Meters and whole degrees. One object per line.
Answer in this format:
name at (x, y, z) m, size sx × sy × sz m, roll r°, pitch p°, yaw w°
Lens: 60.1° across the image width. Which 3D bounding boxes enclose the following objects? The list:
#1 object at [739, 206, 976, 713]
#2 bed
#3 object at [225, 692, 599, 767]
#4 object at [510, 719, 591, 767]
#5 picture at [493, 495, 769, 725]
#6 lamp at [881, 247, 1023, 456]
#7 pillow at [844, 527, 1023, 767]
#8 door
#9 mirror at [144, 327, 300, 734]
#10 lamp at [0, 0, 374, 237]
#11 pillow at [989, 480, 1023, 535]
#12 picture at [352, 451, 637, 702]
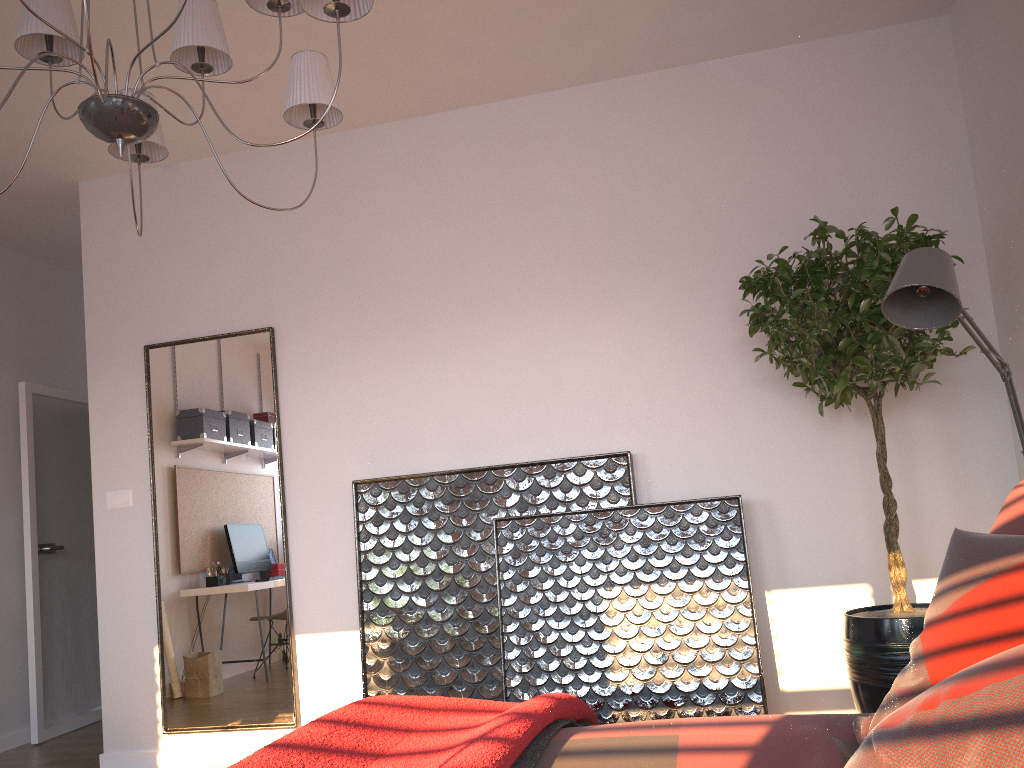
object at (1.334, 0.369, 3.280) m, size 0.802 × 2.007 × 0.816 m, roll -7°, pitch -7°, yaw 15°
bed at (0.320, 0.768, 1.231) m, size 2.316 × 0.765 × 2.048 m, roll -7°, pitch -9°, yaw 11°
object at (-0.313, 0.920, 1.386) m, size 0.684 × 0.655 × 2.659 m, roll -7°, pitch -9°, yaw 12°
object at (-0.457, 0.962, 1.376) m, size 1.123 × 0.564 × 2.520 m, roll -7°, pitch -9°, yaw 12°
picture at (0.458, 1.006, 3.559) m, size 1.026 × 1.021 × 0.211 m, roll -7°, pitch -6°, yaw 12°
lamp at (1.330, 0.208, 2.504) m, size 0.788 × 1.120 × 0.281 m, roll 0°, pitch -8°, yaw -38°
pillow at (0.887, 0.409, 1.129) m, size 1.145 × 0.729 × 2.155 m, roll -7°, pitch -9°, yaw 10°
door at (-2.288, 1.001, 5.482) m, size 1.034 × 2.116 × 1.003 m, roll -7°, pitch -7°, yaw 11°
mirror at (-1.380, 0.686, 4.191) m, size 0.684 × 1.844 × 0.065 m, roll -7°, pitch -6°, yaw 12°
lamp at (-0.931, -1.003, 2.057) m, size 1.248 × 1.072 × 1.106 m, roll -7°, pitch -8°, yaw 11°
pillow at (0.934, 0.388, 1.203) m, size 0.528 × 0.548 × 1.824 m, roll -7°, pitch -9°, yaw 12°
picture at (-0.051, 0.975, 3.790) m, size 1.250 × 1.245 × 0.173 m, roll -7°, pitch -6°, yaw 12°
